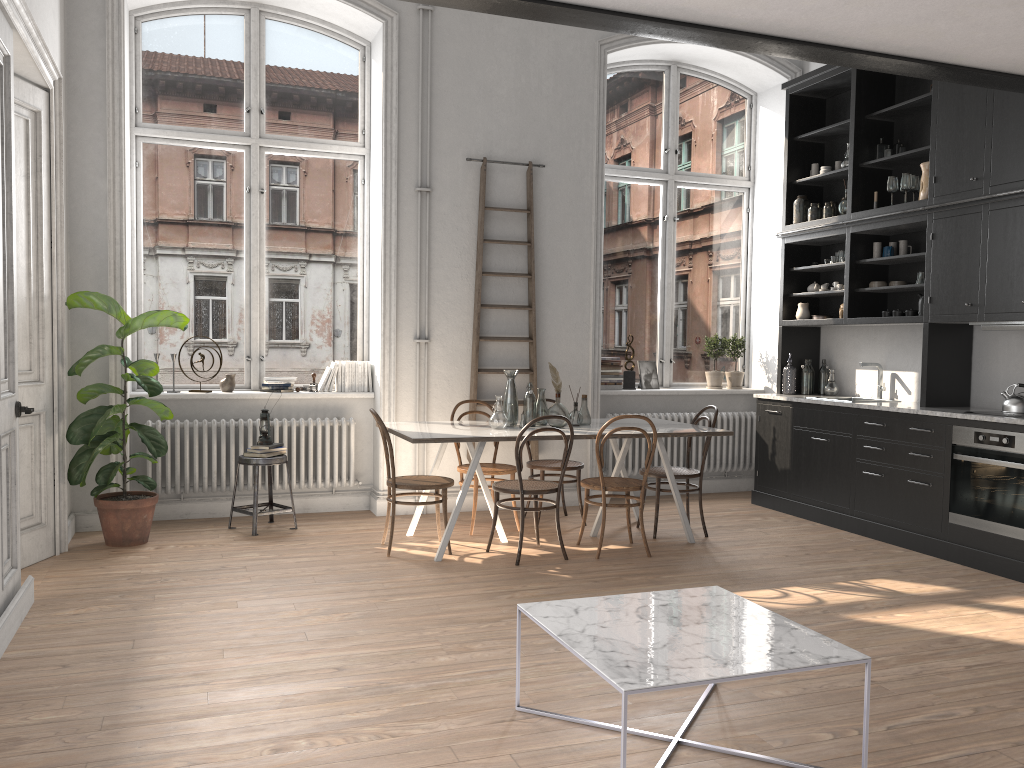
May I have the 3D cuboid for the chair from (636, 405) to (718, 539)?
[{"bbox_3d":[1.190,0.614,6.387,0.549,0.921,0.437,0,3,-7],"label":"chair"}]

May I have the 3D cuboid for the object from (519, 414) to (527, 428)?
[{"bbox_3d":[0.078,0.248,5.954,0.058,0.094,0.058,1,3,8],"label":"object"}]

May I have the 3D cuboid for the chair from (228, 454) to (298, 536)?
[{"bbox_3d":[-1.771,0.770,6.312,0.360,0.523,0.364,4,4,44],"label":"chair"}]

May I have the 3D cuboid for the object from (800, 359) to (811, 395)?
[{"bbox_3d":[2.491,-0.059,7.513,0.086,0.301,0.086,-1,4,-34],"label":"object"}]

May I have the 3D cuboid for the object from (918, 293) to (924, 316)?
[{"bbox_3d":[2.935,-0.571,6.250,0.124,0.192,0.129,1,3,8],"label":"object"}]

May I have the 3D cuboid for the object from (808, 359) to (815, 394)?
[{"bbox_3d":[2.554,-0.064,7.620,0.086,0.301,0.086,1,3,-6],"label":"object"}]

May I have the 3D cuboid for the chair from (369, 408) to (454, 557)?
[{"bbox_3d":[-0.648,0.615,5.742,0.549,0.921,0.437,0,3,-12],"label":"chair"}]

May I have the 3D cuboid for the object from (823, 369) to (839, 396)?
[{"bbox_3d":[2.673,-0.014,7.418,0.132,0.219,0.120,0,3,-20],"label":"object"}]

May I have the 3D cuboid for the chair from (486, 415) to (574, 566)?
[{"bbox_3d":[0.115,0.633,5.585,0.438,0.921,0.549,0,3,-24],"label":"chair"}]

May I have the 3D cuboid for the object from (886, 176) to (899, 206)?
[{"bbox_3d":[2.777,-1.400,6.472,0.083,0.221,0.083,1,3,11],"label":"object"}]

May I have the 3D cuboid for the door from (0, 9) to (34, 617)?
[{"bbox_3d":[-2.275,-0.276,3.837,0.216,2.815,1.096,0,3,-19],"label":"door"}]

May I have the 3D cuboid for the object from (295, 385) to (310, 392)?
[{"bbox_3d":[-1.644,0.037,6.942,0.088,0.048,0.153,2,3,20],"label":"object"}]

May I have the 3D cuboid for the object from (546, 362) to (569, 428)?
[{"bbox_3d":[0.314,0.072,6.037,0.157,0.446,0.157,1,3,-2],"label":"object"}]

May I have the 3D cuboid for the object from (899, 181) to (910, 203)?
[{"bbox_3d":[2.880,-1.399,6.492,0.083,0.221,0.083,-1,3,-28],"label":"object"}]

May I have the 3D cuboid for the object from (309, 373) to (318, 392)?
[{"bbox_3d":[-1.544,-0.012,6.916,0.088,0.153,0.048,3,4,40],"label":"object"}]

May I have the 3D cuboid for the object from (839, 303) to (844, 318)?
[{"bbox_3d":[2.622,-0.576,7.007,0.069,0.123,0.173,1,3,12],"label":"object"}]

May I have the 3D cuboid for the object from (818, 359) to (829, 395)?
[{"bbox_3d":[2.650,-0.059,7.542,0.086,0.301,0.086,2,3,26],"label":"object"}]

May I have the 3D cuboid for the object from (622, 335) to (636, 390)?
[{"bbox_3d":[1.048,-0.196,7.909,0.122,0.488,0.102,1,3,4],"label":"object"}]

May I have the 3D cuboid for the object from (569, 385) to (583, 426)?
[{"bbox_3d":[0.444,0.149,6.173,0.107,0.284,0.106,-1,3,-25],"label":"object"}]

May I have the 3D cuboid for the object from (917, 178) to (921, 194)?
[{"bbox_3d":[3.008,-1.398,6.506,0.083,0.221,0.083,1,3,11],"label":"object"}]

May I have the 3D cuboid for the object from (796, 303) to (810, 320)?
[{"bbox_3d":[2.463,-0.610,7.492,0.127,0.144,0.115,-2,4,-41],"label":"object"}]

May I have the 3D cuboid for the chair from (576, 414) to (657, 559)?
[{"bbox_3d":[0.677,0.634,5.751,0.438,0.921,0.549,0,3,-9],"label":"chair"}]

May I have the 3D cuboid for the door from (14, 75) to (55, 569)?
[{"bbox_3d":[-2.829,-0.331,4.871,0.216,2.815,1.096,1,3,5],"label":"door"}]

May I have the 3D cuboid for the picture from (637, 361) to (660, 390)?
[{"bbox_3d":[1.209,-0.079,8.019,0.221,0.264,0.148,-1,4,-36],"label":"picture"}]

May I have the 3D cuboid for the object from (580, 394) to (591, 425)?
[{"bbox_3d":[0.512,0.181,6.280,0.101,0.212,0.101,2,3,19],"label":"object"}]

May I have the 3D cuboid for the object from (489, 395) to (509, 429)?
[{"bbox_3d":[-0.087,0.187,5.856,0.132,0.219,0.132,-1,3,-31],"label":"object"}]

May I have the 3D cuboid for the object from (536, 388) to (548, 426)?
[{"bbox_3d":[0.203,0.159,6.174,0.098,0.255,0.100,-2,4,-43],"label":"object"}]

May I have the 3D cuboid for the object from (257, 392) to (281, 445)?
[{"bbox_3d":[-1.747,0.240,6.360,0.154,0.383,0.163,4,4,43],"label":"object"}]

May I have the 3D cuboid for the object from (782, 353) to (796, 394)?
[{"bbox_3d":[2.357,-0.089,7.532,0.109,0.349,0.109,-2,4,-39],"label":"object"}]

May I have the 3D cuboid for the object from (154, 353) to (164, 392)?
[{"bbox_3d":[-2.640,-0.083,6.595,0.095,0.289,0.095,1,3,11],"label":"object"}]

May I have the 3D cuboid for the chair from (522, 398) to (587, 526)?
[{"bbox_3d":[0.312,0.585,6.739,0.438,0.921,0.549,0,3,-13],"label":"chair"}]

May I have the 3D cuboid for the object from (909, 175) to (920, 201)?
[{"bbox_3d":[2.908,-1.396,6.414,0.083,0.221,0.083,0,3,-21],"label":"object"}]

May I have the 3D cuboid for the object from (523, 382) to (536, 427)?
[{"bbox_3d":[0.121,0.139,6.065,0.086,0.301,0.086,-1,4,-34],"label":"object"}]

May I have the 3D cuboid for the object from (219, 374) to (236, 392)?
[{"bbox_3d":[-2.158,-0.009,6.731,0.102,0.142,0.100,4,4,45],"label":"object"}]

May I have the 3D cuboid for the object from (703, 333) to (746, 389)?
[{"bbox_3d":[1.972,-0.215,8.248,0.500,0.524,0.234,-1,3,-31],"label":"object"}]

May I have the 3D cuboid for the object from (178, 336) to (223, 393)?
[{"bbox_3d":[-2.338,-0.149,6.661,0.347,0.425,0.087,1,3,12],"label":"object"}]

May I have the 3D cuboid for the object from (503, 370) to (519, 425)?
[{"bbox_3d":[-0.009,0.094,6.135,0.116,0.383,0.116,0,3,-9],"label":"object"}]

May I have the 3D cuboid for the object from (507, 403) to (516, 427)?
[{"bbox_3d":[-0.011,0.212,6.021,0.083,0.158,0.083,0,3,-24],"label":"object"}]

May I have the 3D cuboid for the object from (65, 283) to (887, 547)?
[{"bbox_3d":[-0.052,0.131,6.412,5.827,1.843,0.791,0,3,-15],"label":"object"}]

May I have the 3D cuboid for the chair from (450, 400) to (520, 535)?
[{"bbox_3d":[-0.199,0.589,6.469,0.438,0.921,0.549,0,3,-22],"label":"chair"}]

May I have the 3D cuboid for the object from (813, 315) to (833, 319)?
[{"bbox_3d":[2.582,-0.548,7.371,0.180,0.037,0.180,-1,3,-35],"label":"object"}]

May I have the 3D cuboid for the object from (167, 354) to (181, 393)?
[{"bbox_3d":[-2.511,-0.080,6.581,0.095,0.289,0.095,1,3,3],"label":"object"}]

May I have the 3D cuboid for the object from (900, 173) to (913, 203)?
[{"bbox_3d":[2.824,-1.394,6.350,0.083,0.221,0.083,2,3,26],"label":"object"}]
